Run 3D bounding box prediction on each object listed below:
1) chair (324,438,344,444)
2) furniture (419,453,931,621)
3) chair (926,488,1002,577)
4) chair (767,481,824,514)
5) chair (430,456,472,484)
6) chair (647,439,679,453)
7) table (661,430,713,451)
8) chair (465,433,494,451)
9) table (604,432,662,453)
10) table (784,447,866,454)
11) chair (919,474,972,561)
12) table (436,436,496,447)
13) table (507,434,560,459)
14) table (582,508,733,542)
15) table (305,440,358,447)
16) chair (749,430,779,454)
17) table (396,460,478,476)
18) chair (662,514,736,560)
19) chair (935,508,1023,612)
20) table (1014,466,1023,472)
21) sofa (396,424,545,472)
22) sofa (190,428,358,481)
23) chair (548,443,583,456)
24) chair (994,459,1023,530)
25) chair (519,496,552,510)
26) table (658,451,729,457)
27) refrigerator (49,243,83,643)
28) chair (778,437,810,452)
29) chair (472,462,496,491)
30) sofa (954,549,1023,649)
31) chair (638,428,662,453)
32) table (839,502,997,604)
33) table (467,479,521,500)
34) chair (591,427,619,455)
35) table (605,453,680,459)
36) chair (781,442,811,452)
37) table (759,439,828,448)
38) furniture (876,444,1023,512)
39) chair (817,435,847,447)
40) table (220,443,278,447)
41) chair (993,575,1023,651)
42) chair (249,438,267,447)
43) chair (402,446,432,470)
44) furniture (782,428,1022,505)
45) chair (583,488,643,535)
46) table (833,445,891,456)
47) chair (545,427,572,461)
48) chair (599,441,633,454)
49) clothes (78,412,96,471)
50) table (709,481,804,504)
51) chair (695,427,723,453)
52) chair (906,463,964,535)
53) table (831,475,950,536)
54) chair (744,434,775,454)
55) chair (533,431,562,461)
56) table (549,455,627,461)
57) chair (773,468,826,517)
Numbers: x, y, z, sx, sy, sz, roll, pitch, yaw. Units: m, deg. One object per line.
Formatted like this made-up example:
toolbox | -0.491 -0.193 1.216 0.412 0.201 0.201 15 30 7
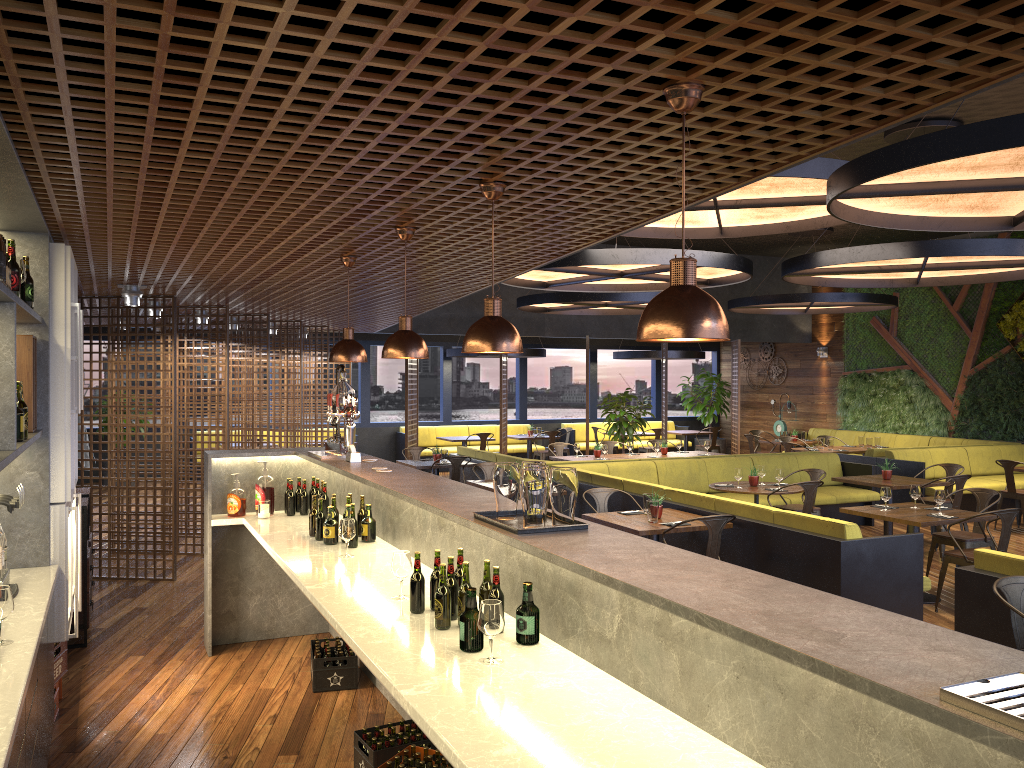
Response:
chair | -3.061 1.359 15.534 0.504 0.917 0.541 0 0 -24
furniture | 2.624 1.408 10.556 4.895 0.914 7.462 0 0 -29
chair | 4.148 1.424 8.106 0.541 0.917 0.504 0 0 -24
chair | 2.872 1.415 9.024 0.504 0.917 0.541 0 0 -24
chair | -0.812 1.389 11.734 0.504 0.917 0.541 0 0 -24
chair | 2.478 1.378 14.421 0.504 0.917 0.541 0 0 -24
table | 3.828 1.426 19.428 0.887 0.763 0.906 0 0 -25
chair | -0.618 1.357 16.643 0.504 0.917 0.541 0 0 -24
table | 2.553 1.428 18.853 0.906 0.763 0.887 0 0 -25
table | 5.143 1.461 14.616 0.887 0.763 0.906 0 0 -25
chair | 4.669 1.415 9.622 0.504 0.917 0.541 0 0 -24
table | -0.908 1.431 17.279 0.887 0.763 0.906 0 0 -25
table | 0.367 1.430 17.862 0.906 0.763 0.887 0 0 -25
table | 1.190 1.501 7.390 0.887 0.763 0.906 0 0 -25
table | -3.366 1.433 16.164 0.887 0.763 0.906 0 0 -25
chair | 4.888 1.364 17.196 0.504 0.917 0.541 0 0 -24
table | -1.045 1.464 12.306 0.887 0.763 0.906 0 0 -25
chair | 1.427 1.427 6.815 0.504 0.917 0.541 0 0 -24
chair | 3.810 1.429 7.184 0.504 0.917 0.541 0 0 -24
table | 7.096 1.486 11.497 0.887 0.763 0.906 0 0 -25
sofa | -0.838 1.346 18.753 3.061 0.914 0.966 0 0 -24
sofa | -4.547 1.349 17.070 3.061 0.914 0.966 0 0 -24
chair | 0.832 1.380 13.675 0.504 0.917 0.541 0 0 -24
chair | 6.433 1.408 11.217 0.541 0.917 0.504 0 0 -24
chair | 0.326 1.408 9.278 0.504 0.917 0.541 0 0 -24
table | 2.794 1.462 13.722 0.906 0.763 0.887 0 0 -25
refrigerator | -2.757 0.308 5.153 0.454 2.109 1.159 0 0 -24
chair | 4.869 1.377 15.242 0.504 0.917 0.541 0 0 -24
chair | -0.188 1.399 10.413 0.504 0.917 0.541 0 0 -24
sofa | 3.726 1.453 4.126 0.966 0.914 3.061 0 0 -24
chair | 2.873 1.353 18.226 0.504 0.917 0.541 0 0 -24
table | 3.556 1.504 7.809 0.906 0.763 0.887 0 0 -25
table | 0.074 1.483 9.849 0.887 0.763 0.906 0 0 -25
chair | 1.946 1.349 18.627 0.541 0.917 0.504 0 0 -24
table | 1.973 1.463 13.344 0.906 0.763 0.887 0 0 -25
chair | 4.625 1.383 14.299 0.541 0.917 0.504 0 0 -24
table | 5.246 1.449 16.517 0.887 0.763 0.906 0 0 -25
furniture | 7.702 1.413 11.385 3.372 0.914 4.503 0 0 -24
chair | 5.660 1.377 15.601 0.504 0.917 0.541 0 0 -24
table | -4.641 1.435 15.585 0.887 0.763 0.906 0 0 -25
chair | 2.660 1.446 4.317 0.504 0.917 0.541 0 0 -24
chair | -4.363 1.360 14.944 0.504 0.917 0.541 0 0 -24
chair | -1.319 1.381 12.852 0.504 0.917 0.541 0 0 -24
furniture | 5.789 1.380 15.608 3.378 0.916 4.755 0 0 -24
chair | 0.913 1.418 7.948 0.504 0.917 0.541 0 0 -24
table | 5.992 1.460 15.001 0.887 0.763 0.906 0 0 -25
chair | 0.954 1.350 18.110 0.541 0.917 0.504 0 0 -24
chair | 1.658 1.379 14.049 0.504 0.917 0.541 0 0 -24
clothes | -7.011 1.070 14.469 0.401 1.494 0.423 0 0 -29
table | 2.645 1.489 9.599 1.007 0.760 1.007 0 0 13
chair | 4.176 1.352 18.817 0.504 0.917 0.541 0 0 -24
chair | 5.035 1.410 10.499 0.541 0.917 0.504 0 0 -24
table | 4.364 1.489 10.258 0.887 0.763 0.906 0 0 -25
chair | 4.533 1.370 16.215 0.541 0.917 0.504 0 0 -24
chair | 0.684 1.356 17.233 0.504 0.917 0.541 0 0 -24
table | 1.147 1.464 12.969 0.906 0.763 0.887 0 0 -25
chair | 3.188 1.410 9.848 0.541 0.917 0.504 0 0 -24
